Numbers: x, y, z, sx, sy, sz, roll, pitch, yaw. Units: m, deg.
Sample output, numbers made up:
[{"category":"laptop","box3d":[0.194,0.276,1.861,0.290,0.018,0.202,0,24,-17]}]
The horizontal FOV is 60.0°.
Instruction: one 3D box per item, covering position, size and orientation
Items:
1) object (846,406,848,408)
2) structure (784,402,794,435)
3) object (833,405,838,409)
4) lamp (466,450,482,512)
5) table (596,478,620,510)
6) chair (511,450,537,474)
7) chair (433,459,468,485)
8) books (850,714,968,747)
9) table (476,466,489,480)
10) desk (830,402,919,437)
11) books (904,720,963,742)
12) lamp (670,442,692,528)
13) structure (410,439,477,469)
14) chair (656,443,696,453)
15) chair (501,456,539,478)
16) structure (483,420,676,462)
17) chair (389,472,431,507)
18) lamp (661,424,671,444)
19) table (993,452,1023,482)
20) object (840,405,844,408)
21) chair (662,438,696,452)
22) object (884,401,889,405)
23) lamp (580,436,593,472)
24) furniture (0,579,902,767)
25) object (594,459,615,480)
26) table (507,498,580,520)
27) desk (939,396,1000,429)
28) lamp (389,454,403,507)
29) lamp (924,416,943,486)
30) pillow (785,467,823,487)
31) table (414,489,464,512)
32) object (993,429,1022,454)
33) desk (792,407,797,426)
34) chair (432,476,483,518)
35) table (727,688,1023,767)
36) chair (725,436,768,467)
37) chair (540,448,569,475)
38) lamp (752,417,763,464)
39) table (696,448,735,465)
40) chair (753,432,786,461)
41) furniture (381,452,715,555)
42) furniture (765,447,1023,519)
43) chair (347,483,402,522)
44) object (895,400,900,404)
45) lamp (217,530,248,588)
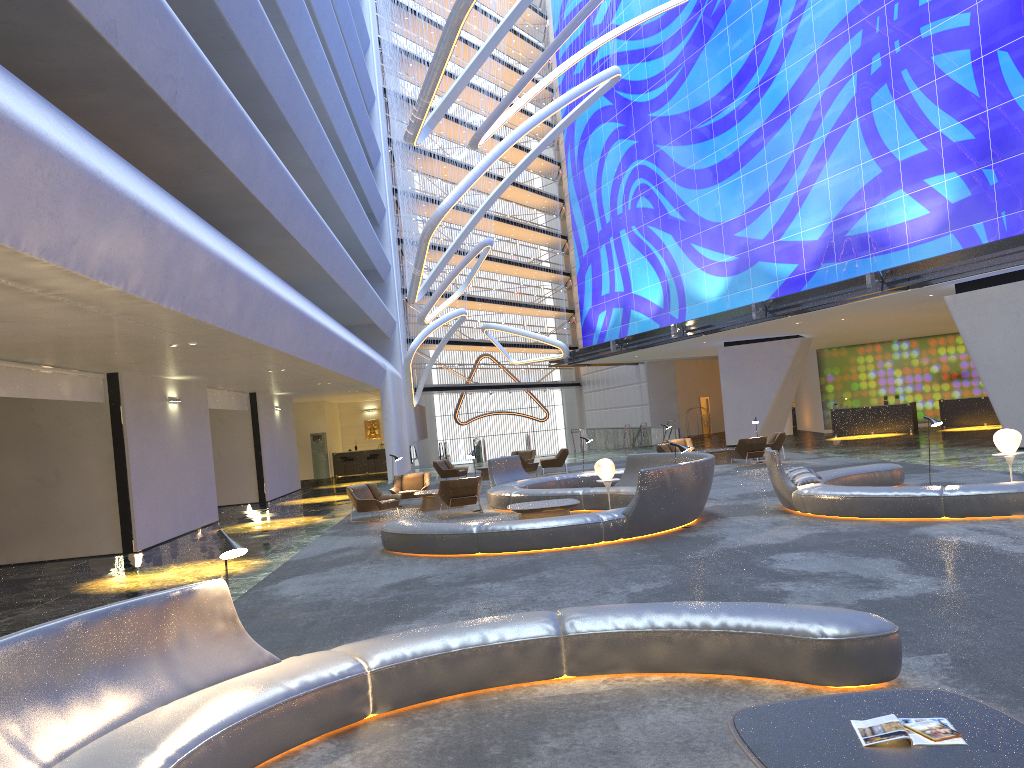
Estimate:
[{"category":"object","box3d":[13.105,0.895,34.646,0.072,0.070,0.073,-6,-2,32]},{"category":"structure","box3d":[12.429,1.287,40.124,1.021,2.050,0.774,-5,-1,-24]},{"category":"object","box3d":[12.726,0.901,34.884,0.149,0.149,0.149,-6,-2,32]},{"category":"lamp","box3d":[-0.781,2.021,18.502,0.202,1.300,0.384,-5,0,14]},{"category":"table","box3d":[1.752,2.021,15.950,0.418,0.595,0.428,-5,-1,-4]},{"category":"chair","box3d":[0.325,2.645,29.940,0.930,0.766,0.938,-6,-2,24]},{"category":"chair","box3d":[-1.956,2.791,28.286,0.940,0.766,0.929,-6,-2,22]},{"category":"books","box3d":[1.649,1.441,3.710,0.395,0.039,0.301,-6,-2,11]},{"category":"table","box3d":[-0.505,2.851,28.648,1.204,0.392,1.203,-6,-2,15]},{"category":"desk","box3d":[14.019,1.384,34.342,2.982,1.097,0.812,-7,-2,36]},{"category":"books","box3d":[1.744,1.437,3.675,0.133,0.012,0.189,-5,-2,-13]},{"category":"lamp","box3d":[2.551,1.504,13.298,0.384,1.300,0.202,-5,0,15]},{"category":"structure","box3d":[-3.291,7.230,50.438,3.016,8.236,19.845,-5,-2,-3]},{"category":"chair","box3d":[4.611,2.043,24.841,0.940,0.766,0.928,-6,-2,30]},{"category":"chair","box3d":[0.215,2.537,26.992,0.937,0.766,0.931,-4,-2,-41]},{"category":"structure","box3d":[3.089,6.699,51.186,9.303,8.396,19.749,-5,-2,-3]},{"category":"chair","box3d":[-2.415,2.556,21.331,0.929,0.766,0.939,-5,-1,3]},{"category":"lamp","box3d":[4.781,1.857,27.362,0.384,1.300,0.202,-5,0,15]},{"category":"table","box3d":[7.746,1.377,13.778,0.417,0.595,0.428,-5,-1,-29]},{"category":"object","box3d":[12.936,0.896,34.753,0.108,0.108,0.111,-6,-2,32]},{"category":"chair","box3d":[5.147,2.092,27.320,0.929,0.766,0.939,-5,-1,3]},{"category":"object","box3d":[14.280,0.716,33.829,0.150,0.145,0.150,-6,-2,31]},{"category":"lamp","box3d":[1.829,1.899,21.516,0.384,1.300,0.202,-5,0,15]},{"category":"furniture","box3d":[0.210,1.397,1.767,5.183,0.969,9.937,-5,-2,-6]},{"category":"object","box3d":[1.667,1.535,15.921,0.367,0.387,0.318,-5,-1,4]},{"category":"table","box3d":[0.540,2.204,14.849,1.203,0.392,1.204,-5,-2,-2]},{"category":"desk","box3d":[17.693,0.994,33.133,2.982,1.097,0.812,-7,-2,34]},{"category":"lamp","box3d":[-2.780,2.322,21.373,0.384,1.300,0.202,-5,0,15]},{"category":"lamp","box3d":[6.732,1.148,14.124,0.201,1.300,0.384,-5,-1,-27]},{"category":"pillow","box3d":[4.532,1.440,13.965,0.692,0.262,0.877,-6,-2,6]},{"category":"table","box3d":[-1.602,2.612,20.079,1.203,0.392,1.204,-5,-2,-3]},{"category":"object","box3d":[7.678,0.888,13.735,0.366,0.387,0.318,-5,-1,-21]},{"category":"desk","box3d":[15.503,1.882,50.290,2.982,1.097,0.812,-7,-2,36]},{"category":"chair","box3d":[-1.087,2.310,18.257,0.928,0.766,0.940,-5,-2,-19]},{"category":"table","box3d":[1.580,1.661,3.667,1.203,0.392,1.204,-5,-2,-2]},{"category":"chair","box3d":[6.475,1.846,24.246,0.928,0.766,0.940,-5,-2,-19]},{"category":"chair","box3d":[1.368,2.494,28.579,0.938,0.766,0.930,-5,-1,-1]},{"category":"lamp","box3d":[6.780,1.557,24.491,0.202,1.300,0.384,-5,0,14]},{"category":"table","box3d":[5.959,2.147,26.068,1.203,0.392,1.204,-5,-2,-2]},{"category":"chair","box3d":[7.430,1.814,25.672,0.939,0.766,0.929,-5,-1,6]},{"category":"furniture","box3d":[1.304,1.899,16.871,5.189,0.969,9.926,-6,-2,14]},{"category":"furniture","box3d":[7.135,1.140,11.463,5.182,0.969,9.939,-5,-2,-11]},{"category":"chair","box3d":[-2.951,2.507,18.852,0.940,0.766,0.928,-6,-2,30]},{"category":"object","box3d":[14.635,0.675,33.629,0.150,0.145,0.150,-6,-2,31]},{"category":"lamp","box3d":[-1.831,1.614,5.853,0.201,1.300,0.385,-5,-1,-43]}]
